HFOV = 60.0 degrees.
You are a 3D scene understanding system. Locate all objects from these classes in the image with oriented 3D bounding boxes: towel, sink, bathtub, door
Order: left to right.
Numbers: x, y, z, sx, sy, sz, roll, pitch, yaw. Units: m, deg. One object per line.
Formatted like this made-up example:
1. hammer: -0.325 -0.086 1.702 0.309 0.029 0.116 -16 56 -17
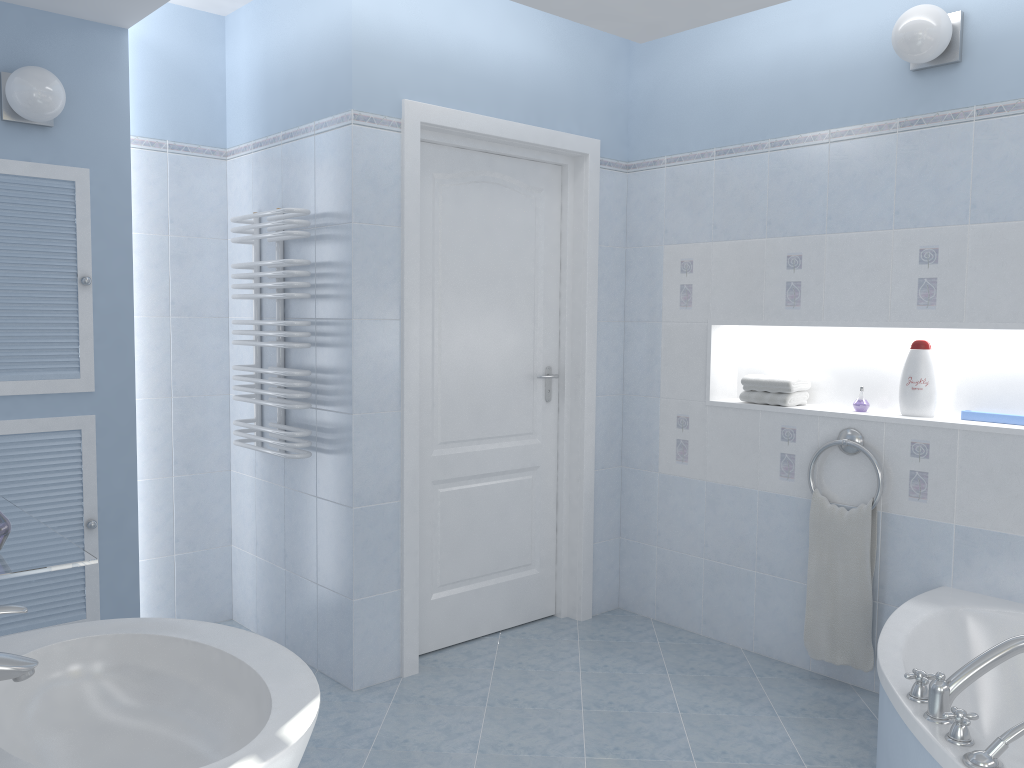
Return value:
1. sink: -0.542 0.506 1.167 0.533 0.489 0.634 -3 6 -42
2. door: -0.086 0.057 3.669 0.823 2.011 0.098 -3 6 -42
3. towel: 1.057 0.050 3.590 0.162 0.060 0.232 -3 5 -40
4. towel: 1.066 -0.001 3.579 0.163 0.062 0.232 -3 5 -40
5. towel: 1.200 0.714 3.247 0.101 0.634 0.280 -4 6 -44
6. bathtub: 1.424 0.902 1.955 1.596 0.670 1.578 -3 6 -42

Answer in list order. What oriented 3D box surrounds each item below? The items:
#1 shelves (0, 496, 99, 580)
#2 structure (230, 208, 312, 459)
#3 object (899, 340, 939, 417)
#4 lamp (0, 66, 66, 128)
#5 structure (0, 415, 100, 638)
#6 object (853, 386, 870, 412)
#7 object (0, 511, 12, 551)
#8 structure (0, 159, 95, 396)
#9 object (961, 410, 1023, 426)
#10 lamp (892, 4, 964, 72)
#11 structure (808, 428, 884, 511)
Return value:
1. shelves: -0.667 0.169 1.025 0.170 0.045 0.620 -3 6 -42
2. structure: -0.911 -0.198 3.382 0.138 0.950 0.524 -3 6 -42
3. object: 1.455 -0.020 3.167 0.134 0.276 0.063 4 5 36
4. lamp: -1.617 -0.978 3.003 0.180 0.180 0.216 -3 6 -42
5. structure: -1.692 0.529 3.179 0.400 0.813 0.041 -3 6 -42
6. object: 1.307 0.056 3.318 0.059 0.094 0.059 4 6 42
7. object: -0.517 0.119 0.855 0.059 0.094 0.059 2 4 20
8. structure: -1.682 -0.368 3.113 0.400 0.813 0.041 -3 6 -42
9. object: 1.753 0.107 2.885 0.172 0.065 0.534 -2 5 -27
10. lamp: 1.346 -1.139 2.898 0.216 0.180 0.180 -3 6 -42
11. structure: 1.223 0.327 3.246 0.051 0.332 0.291 -3 6 -42
